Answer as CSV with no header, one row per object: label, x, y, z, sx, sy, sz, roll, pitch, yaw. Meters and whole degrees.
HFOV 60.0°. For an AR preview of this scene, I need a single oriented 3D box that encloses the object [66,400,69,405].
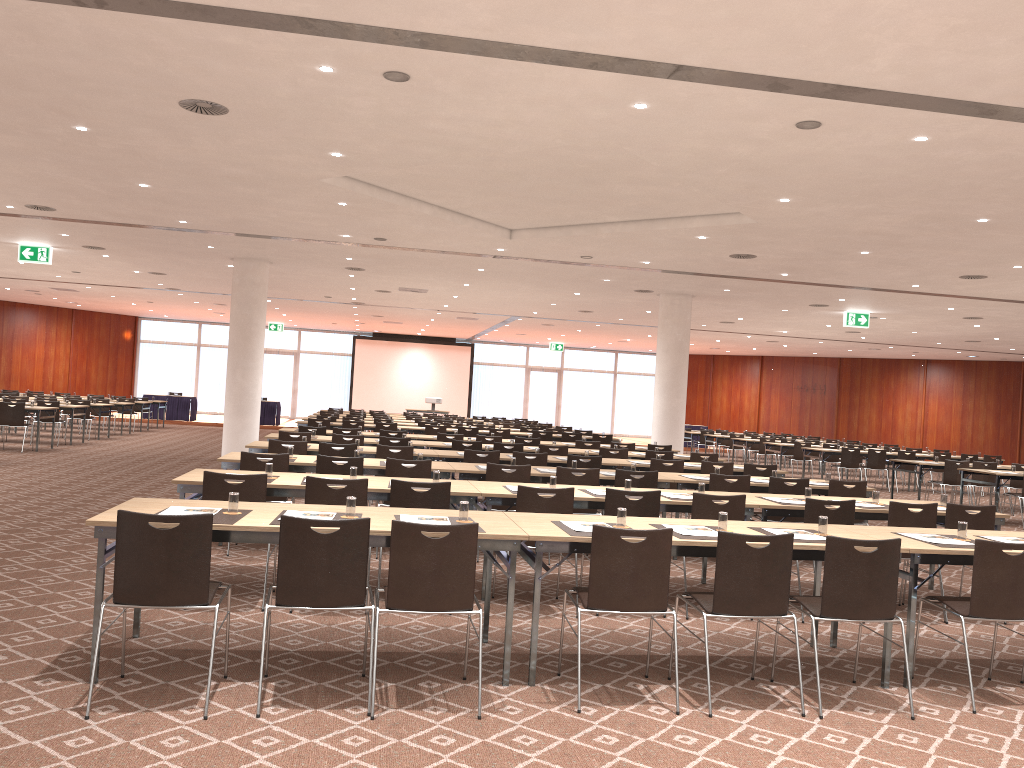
object,-9.704,0.407,19.340,0.054,0.114,0.054,4,-1,-43

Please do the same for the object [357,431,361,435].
object,-2.239,0.753,12.988,0.054,0.114,0.054,3,0,2

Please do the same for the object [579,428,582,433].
object,1.641,1.116,21.227,0.054,0.114,0.054,4,-1,-43

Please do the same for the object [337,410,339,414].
object,-4.749,0.781,24.219,0.054,0.114,0.054,4,-1,-43

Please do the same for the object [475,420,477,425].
object,-0.922,0.988,22.832,0.054,0.114,0.054,3,0,24

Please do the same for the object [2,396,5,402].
object,-10.987,0.327,19.144,0.054,0.114,0.054,4,-1,-43

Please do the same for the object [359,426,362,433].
object,-2.560,0.765,14.957,0.054,0.114,0.054,3,0,2

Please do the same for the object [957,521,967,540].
object,2.907,0.946,5.725,0.054,0.114,0.054,3,0,24

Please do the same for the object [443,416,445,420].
object,-1.892,0.960,24.701,0.054,0.114,0.054,3,0,24

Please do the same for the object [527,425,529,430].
object,0.370,1.037,21.009,0.054,0.114,0.054,3,0,24

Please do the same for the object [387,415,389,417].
object,-3.144,0.849,22.462,0.054,0.114,0.054,3,0,24

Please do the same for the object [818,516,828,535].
object,1.949,0.886,5.559,0.054,0.114,0.054,4,-1,-43

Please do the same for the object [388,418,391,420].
object,-2.832,0.837,20.491,0.054,0.114,0.054,4,-1,-43

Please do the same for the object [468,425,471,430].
object,-0.894,0.926,18.782,0.054,0.114,0.054,4,-1,-43

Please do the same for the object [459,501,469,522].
object,-0.283,0.747,5.206,0.054,0.114,0.054,4,-1,-43

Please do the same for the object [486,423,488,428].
object,-0.586,0.977,20.858,0.054,0.114,0.054,4,-1,-43

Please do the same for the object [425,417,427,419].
object,-2.192,0.909,22.615,0.054,0.114,0.054,3,0,24

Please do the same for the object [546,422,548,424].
object,0.998,1.140,25.175,0.054,0.114,0.054,4,-1,-43

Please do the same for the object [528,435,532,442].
object,0.310,0.945,15.428,0.054,0.114,0.054,4,0,-21

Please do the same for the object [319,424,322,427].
object,-3.211,0.725,14.843,0.054,0.114,0.054,4,0,-21

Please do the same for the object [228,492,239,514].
object,-1.563,0.667,4.978,0.054,0.114,0.054,4,-1,-43

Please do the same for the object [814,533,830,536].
object,1.949,0.944,5.567,0.102,0.001,0.102,4,-1,-43

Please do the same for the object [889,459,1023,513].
object,8.444,1.932,16.828,2.267,0.833,0.953,4,-1,-9

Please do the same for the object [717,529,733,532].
object,1.311,0.904,5.465,0.102,0.001,0.102,4,-1,-43

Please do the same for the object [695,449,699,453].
object,2.882,1.073,13.826,0.054,0.114,0.054,3,0,24

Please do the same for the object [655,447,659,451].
object,2.237,1.033,13.719,0.054,0.114,0.054,4,-1,-43

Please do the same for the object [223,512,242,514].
object,-1.570,0.724,4.975,0.102,0.001,0.102,4,-1,-43

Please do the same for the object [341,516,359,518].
object,-0.933,0.764,5.093,0.102,0.001,0.102,4,-1,-43

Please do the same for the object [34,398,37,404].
object,-10.349,0.367,19.248,0.054,0.114,0.054,4,-1,-43

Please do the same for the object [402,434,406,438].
object,-1.591,0.794,13.084,0.054,0.114,0.054,3,0,2

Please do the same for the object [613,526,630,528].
object,0.659,0.863,5.356,0.102,0.001,0.102,4,-1,-43

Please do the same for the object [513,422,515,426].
object,0.049,1.049,22.997,0.054,0.114,0.054,3,0,24

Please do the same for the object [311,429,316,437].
object,-2.882,0.713,12.885,0.054,0.114,0.054,3,0,24

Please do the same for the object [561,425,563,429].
object,1.316,1.128,23.197,0.054,0.114,0.054,4,-1,-43

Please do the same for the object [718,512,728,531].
object,1.297,0.846,5.454,0.054,0.114,0.054,4,-1,-43

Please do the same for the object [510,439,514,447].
object,-0.001,0.893,13.356,0.054,0.114,0.054,3,0,24

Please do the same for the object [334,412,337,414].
object,-4.428,0.769,22.245,0.054,0.114,0.054,4,-1,-43

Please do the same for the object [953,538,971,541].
object,2.902,1.004,5.717,0.102,0.001,0.102,4,-1,-43

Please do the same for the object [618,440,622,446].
object,1.910,1.045,15.707,0.054,0.114,0.054,3,0,24

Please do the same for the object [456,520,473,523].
object,-0.278,0.805,5.193,0.102,0.001,0.102,4,-1,-43

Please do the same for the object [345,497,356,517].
object,-0.926,0.707,5.100,0.054,0.114,0.054,3,0,24

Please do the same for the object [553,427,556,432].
object,1.015,1.077,21.128,0.054,0.114,0.054,3,0,24

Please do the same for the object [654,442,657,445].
object,2.555,1.085,15.810,0.054,0.114,0.054,4,0,-21

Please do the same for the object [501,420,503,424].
object,-0.277,1.061,24.965,0.054,0.114,0.054,3,0,24

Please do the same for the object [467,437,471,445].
object,-0.637,0.854,13.255,0.054,0.114,0.054,3,0,24

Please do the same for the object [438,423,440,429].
object,-1.537,0.885,18.665,0.054,0.114,0.054,4,-1,-43

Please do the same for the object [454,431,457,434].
object,-0.967,0.865,15.225,0.054,0.114,0.054,4,0,-21

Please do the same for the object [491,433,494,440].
object,-0.337,0.904,15.325,0.054,0.114,0.054,4,0,-21

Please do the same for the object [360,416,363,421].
object,-3.456,0.798,20.378,0.054,0.114,0.054,4,-1,-43

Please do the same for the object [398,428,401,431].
object,-1.918,0.806,15.071,0.054,0.114,0.054,3,0,24

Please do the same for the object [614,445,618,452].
object,1.593,0.993,13.618,0.054,0.114,0.054,4,-1,-43

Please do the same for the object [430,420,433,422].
object,-1.873,0.897,20.651,0.054,0.114,0.054,4,-1,-43

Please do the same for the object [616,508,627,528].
object,0.660,0.806,5.346,0.054,0.114,0.054,4,-1,-43

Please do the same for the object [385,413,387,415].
object,-3.486,0.860,24.443,0.054,0.114,0.054,3,0,24

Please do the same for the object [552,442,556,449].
object,0.639,0.933,13.458,0.054,0.114,0.054,3,0,24

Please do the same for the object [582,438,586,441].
object,1.265,1.004,15.592,0.054,0.114,0.054,3,0,2

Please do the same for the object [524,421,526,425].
object,0.357,1.100,25.063,0.054,0.114,0.054,3,0,24
